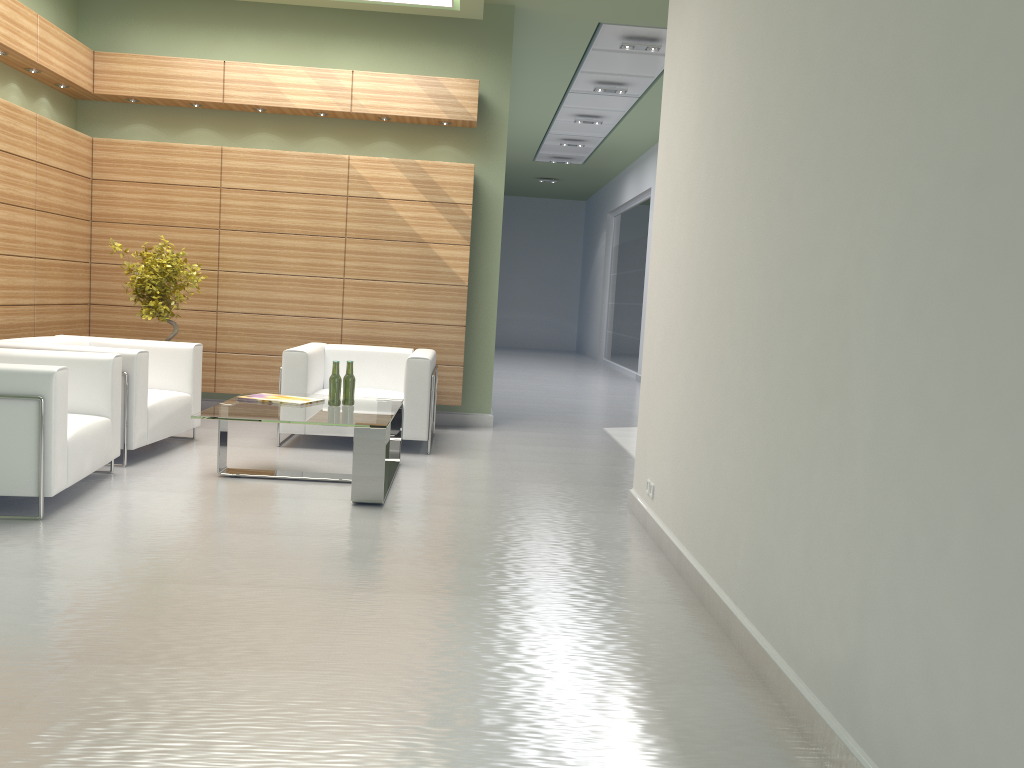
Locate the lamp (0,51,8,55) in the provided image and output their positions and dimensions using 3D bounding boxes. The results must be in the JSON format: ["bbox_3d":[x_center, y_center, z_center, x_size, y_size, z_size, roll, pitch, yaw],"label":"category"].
[{"bbox_3d":[-6.020,-3.915,10.415,0.181,0.074,0.181,2,6,-20],"label":"lamp"}]

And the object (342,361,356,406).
[{"bbox_3d":[-1.734,-0.010,9.442,0.131,0.475,0.131,-1,7,-38],"label":"object"}]

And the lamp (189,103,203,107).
[{"bbox_3d":[-4.554,-4.048,12.787,0.181,0.074,0.181,3,5,-9],"label":"lamp"}]

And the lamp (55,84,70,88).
[{"bbox_3d":[-6.103,-4.072,12.034,0.181,0.074,0.181,2,6,-20],"label":"lamp"}]

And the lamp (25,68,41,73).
[{"bbox_3d":[-6.062,-3.994,11.231,0.181,0.074,0.181,0,6,-31],"label":"lamp"}]

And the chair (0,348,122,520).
[{"bbox_3d":[-4.645,0.353,7.869,1.802,1.234,1.894,3,5,-8],"label":"chair"}]

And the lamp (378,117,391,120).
[{"bbox_3d":[-1.858,-3.898,12.940,0.181,0.074,0.181,-1,7,-42],"label":"lamp"}]

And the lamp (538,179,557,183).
[{"bbox_3d":[1.253,-7.231,31.395,0.657,0.159,0.286,3,5,-3],"label":"lamp"}]

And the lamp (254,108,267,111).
[{"bbox_3d":[-3.647,-3.997,12.838,0.181,0.074,0.181,-1,7,-42],"label":"lamp"}]

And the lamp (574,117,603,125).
[{"bbox_3d":[1.797,-6.204,20.813,0.657,0.159,0.286,3,5,-3],"label":"lamp"}]

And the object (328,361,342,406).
[{"bbox_3d":[-1.857,-0.006,9.315,0.131,0.475,0.131,-1,7,-38],"label":"object"}]

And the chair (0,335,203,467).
[{"bbox_3d":[-4.748,0.130,10.181,1.769,1.234,1.894,4,5,2],"label":"chair"}]

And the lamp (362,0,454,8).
[{"bbox_3d":[-2.947,-5.248,9.606,4.571,0.325,5.060,3,5,-3],"label":"lamp"}]

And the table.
[{"bbox_3d":[-2.115,0.600,9.229,1.783,0.742,2.197,3,5,-3],"label":"table"}]

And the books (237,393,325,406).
[{"bbox_3d":[-2.476,0.163,9.522,0.762,0.025,0.508,5,6,17],"label":"books"}]

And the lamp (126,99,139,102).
[{"bbox_3d":[-5.450,-4.098,12.736,0.181,0.074,0.181,3,5,-9],"label":"lamp"}]

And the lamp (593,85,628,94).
[{"bbox_3d":[1.960,-5.897,17.644,0.657,0.159,0.286,3,5,-3],"label":"lamp"}]

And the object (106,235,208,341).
[{"bbox_3d":[-4.748,-0.696,11.745,1.201,2.565,1.116,0,7,-35],"label":"object"}]

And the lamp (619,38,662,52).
[{"bbox_3d":[2.116,-5.602,14.610,0.657,0.159,0.286,3,5,-3],"label":"lamp"}]

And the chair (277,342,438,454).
[{"bbox_3d":[-1.976,0.149,11.776,1.894,1.234,1.802,3,5,-3],"label":"chair"}]

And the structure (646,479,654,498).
[{"bbox_3d":[1.245,0.941,7.991,0.017,0.118,0.262,3,5,-3],"label":"structure"}]

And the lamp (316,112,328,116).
[{"bbox_3d":[-2.759,-3.948,12.889,0.181,0.074,0.181,3,5,-9],"label":"lamp"}]

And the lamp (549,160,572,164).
[{"bbox_3d":[1.481,-6.801,26.958,0.657,0.159,0.286,3,5,-3],"label":"lamp"}]

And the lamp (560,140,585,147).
[{"bbox_3d":[1.637,-6.507,23.928,0.657,0.159,0.286,3,5,-3],"label":"lamp"}]

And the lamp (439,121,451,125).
[{"bbox_3d":[-0.976,-3.849,12.990,0.181,0.074,0.181,3,5,-9],"label":"lamp"}]
